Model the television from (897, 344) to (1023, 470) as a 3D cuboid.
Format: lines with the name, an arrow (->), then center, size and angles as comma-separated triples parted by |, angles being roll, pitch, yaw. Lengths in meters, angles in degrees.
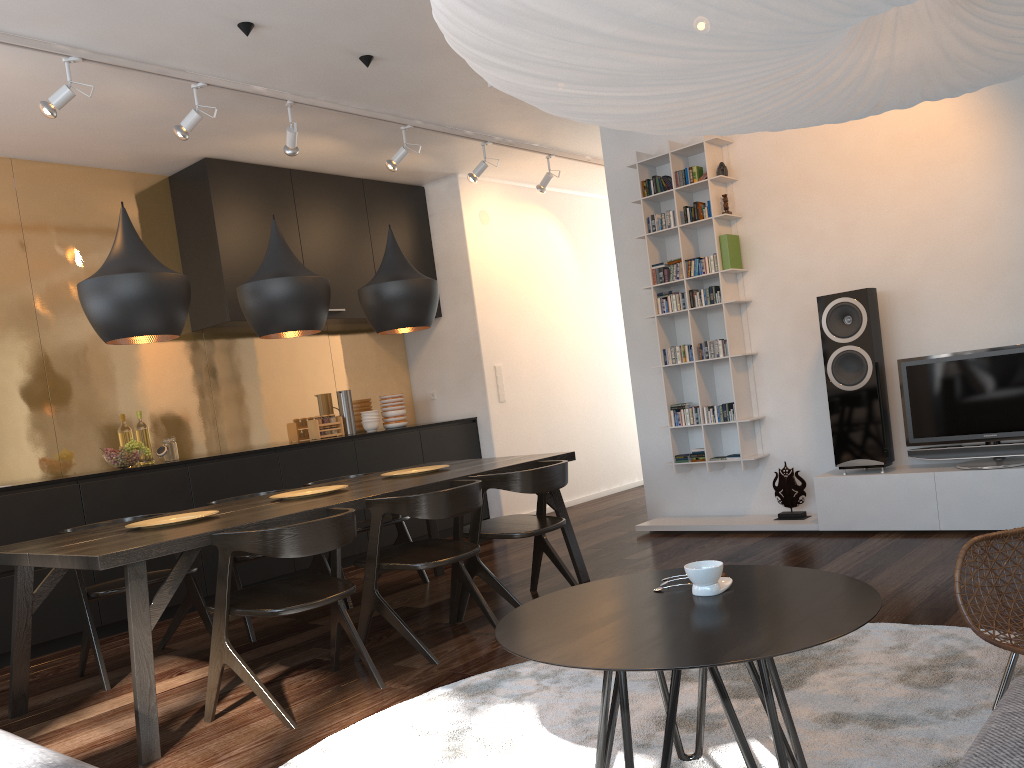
television -> 2.449, 0.119, 4.540 | 0.343, 0.602, 0.791 | -9, 1, -31

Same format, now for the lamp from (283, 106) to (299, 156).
lamp -> -1.336, -0.566, 5.706 | 0.089, 1.853, 1.835 | -8, 1, -16

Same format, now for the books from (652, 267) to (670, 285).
books -> 0.967, -0.691, 5.664 | 0.102, 0.104, 0.095 | -7, 2, 41

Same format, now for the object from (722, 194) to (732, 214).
object -> 1.304, -1.089, 5.384 | 0.046, 0.140, 0.064 | -6, 3, 32

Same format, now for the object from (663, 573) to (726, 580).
object -> 0.464, 0.492, 2.260 | 0.168, 0.015, 0.014 | -8, 1, 28

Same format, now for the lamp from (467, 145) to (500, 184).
lamp -> -0.199, -1.521, 6.114 | 0.251, 0.240, 0.084 | -7, 3, 17

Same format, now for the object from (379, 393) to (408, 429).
object -> -0.950, 0.220, 7.097 | 0.198, 0.265, 0.197 | -7, 2, 15

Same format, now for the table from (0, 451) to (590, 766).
table -> -0.840, 0.839, 4.046 | 1.111, 0.681, 2.486 | -7, 0, 41

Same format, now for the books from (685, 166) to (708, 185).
books -> 1.157, -1.282, 5.420 | 0.161, 0.111, 0.101 | -7, 1, 41

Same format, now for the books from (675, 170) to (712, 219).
books -> 1.144, -1.165, 5.450 | 0.229, 0.334, 0.106 | -6, 3, 41

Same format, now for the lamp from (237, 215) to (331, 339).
lamp -> -1.038, -0.492, 3.992 | 0.412, 0.543, 0.409 | -7, 2, 17

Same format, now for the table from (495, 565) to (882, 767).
table -> 0.411, 0.740, 2.015 | 0.850, 0.474, 0.842 | -8, 0, 43

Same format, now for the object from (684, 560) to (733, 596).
object -> 0.477, 0.460, 2.111 | 0.138, 0.069, 0.092 | -7, 0, -37

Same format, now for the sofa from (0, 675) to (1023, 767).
sofa -> -0.183, 0.706, 1.160 | 3.080, 0.673, 2.027 | -8, -1, 41

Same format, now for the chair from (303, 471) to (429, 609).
chair -> -0.869, 0.865, 5.035 | 0.521, 0.673, 0.589 | -6, 2, 40

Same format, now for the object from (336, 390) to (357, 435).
object -> -1.269, 0.220, 6.846 | 0.114, 0.341, 0.163 | -5, 4, 44

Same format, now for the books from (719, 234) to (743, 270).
books -> 1.340, -0.801, 5.408 | 0.049, 0.214, 0.165 | -5, 3, 41

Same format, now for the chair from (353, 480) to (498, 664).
chair -> -0.358, 0.774, 3.732 | 0.521, 0.673, 0.589 | -6, 2, 41

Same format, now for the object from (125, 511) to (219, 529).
object -> -1.354, 0.546, 3.534 | 0.357, 0.017, 0.354 | -9, -1, 44

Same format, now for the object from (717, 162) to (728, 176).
object -> 1.278, -1.297, 5.375 | 0.064, 0.101, 0.060 | -7, 2, 17

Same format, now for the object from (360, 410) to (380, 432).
object -> -1.108, 0.290, 6.941 | 0.157, 0.160, 0.154 | -8, 1, -21

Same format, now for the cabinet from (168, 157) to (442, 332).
cabinet -> -1.436, -0.973, 6.574 | 0.533, 1.053, 1.944 | -5, 1, 41

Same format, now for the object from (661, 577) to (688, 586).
object -> 0.453, 0.492, 2.218 | 0.164, 0.016, 0.025 | -8, 0, 16

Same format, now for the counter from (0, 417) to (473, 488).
counter -> -2.180, 0.487, 5.421 | 0.735, 0.002, 5.031 | -8, -1, 41

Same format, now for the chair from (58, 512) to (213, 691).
chair -> -1.738, 0.963, 4.057 | 0.521, 0.673, 0.589 | -6, 2, 37

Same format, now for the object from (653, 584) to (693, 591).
object -> 0.410, 0.500, 2.181 | 0.124, 0.010, 0.026 | -8, 0, 7

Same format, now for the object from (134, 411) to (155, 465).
object -> -2.339, 0.339, 5.605 | 0.092, 0.340, 0.091 | -7, 3, 8

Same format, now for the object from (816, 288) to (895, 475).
object -> 1.939, -0.009, 4.932 | 0.296, 1.006, 0.278 | -5, 4, 40

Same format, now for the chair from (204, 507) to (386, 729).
chair -> -0.793, 0.823, 3.212 | 0.521, 0.673, 0.589 | -6, 2, 39

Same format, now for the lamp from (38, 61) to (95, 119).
lamp -> -2.003, -1.321, 3.976 | 0.251, 0.239, 0.085 | -8, 3, -9

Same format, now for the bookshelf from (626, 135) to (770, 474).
bookshelf -> 1.171, -0.480, 5.597 | 0.641, 2.082, 0.225 | -5, 4, 40

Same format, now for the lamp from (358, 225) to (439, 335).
lamp -> -0.589, -0.542, 4.519 | 0.411, 0.543, 0.410 | -8, 2, -2

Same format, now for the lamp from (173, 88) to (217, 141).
lamp -> -1.598, -1.365, 4.465 | 0.251, 0.241, 0.085 | -7, 3, 7

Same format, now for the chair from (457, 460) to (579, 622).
chair -> 0.035, 0.730, 4.194 | 0.521, 0.673, 0.589 | -6, 2, 39

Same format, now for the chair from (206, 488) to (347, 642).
chair -> -1.260, 0.909, 4.576 | 0.521, 0.673, 0.589 | -6, 2, 39

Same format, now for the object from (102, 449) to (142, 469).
object -> -2.262, 0.443, 5.149 | 0.218, 0.097, 0.218 | -8, 0, -2

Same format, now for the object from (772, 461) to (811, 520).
object -> 1.669, 0.637, 5.323 | 0.213, 0.351, 0.120 | -6, 3, 41

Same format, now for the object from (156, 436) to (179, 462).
object -> -2.162, 0.409, 5.557 | 0.088, 0.152, 0.176 | -7, 1, 18

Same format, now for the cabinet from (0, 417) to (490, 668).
cabinet -> -2.121, 0.933, 5.446 | 0.735, 0.902, 5.034 | -6, 0, 41

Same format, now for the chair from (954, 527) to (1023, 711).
chair -> 1.596, 0.456, 2.167 | 0.683, 0.712, 0.719 | -8, 1, -17

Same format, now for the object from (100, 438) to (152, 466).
object -> -2.250, 0.403, 5.147 | 0.178, 0.173, 0.238 | -7, 1, 25

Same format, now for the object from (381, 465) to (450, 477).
object -> -0.496, 0.450, 4.543 | 0.357, 0.017, 0.354 | -9, -1, 44

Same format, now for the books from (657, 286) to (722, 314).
books -> 1.141, -0.529, 5.566 | 0.469, 0.113, 0.122 | -8, 0, 41

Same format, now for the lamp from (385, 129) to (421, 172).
lamp -> -0.682, -1.467, 5.545 | 0.251, 0.240, 0.085 | -7, 3, 12

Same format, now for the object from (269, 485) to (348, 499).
object -> -0.925, 0.498, 4.038 | 0.357, 0.017, 0.354 | -8, -1, 21

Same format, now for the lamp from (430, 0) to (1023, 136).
lamp -> 0.608, -0.622, 1.363 | 1.466, 0.210, 1.471 | -7, -1, -13

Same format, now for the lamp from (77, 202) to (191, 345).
lamp -> -1.486, -0.442, 3.464 | 0.410, 0.543, 0.411 | -8, 2, -16
